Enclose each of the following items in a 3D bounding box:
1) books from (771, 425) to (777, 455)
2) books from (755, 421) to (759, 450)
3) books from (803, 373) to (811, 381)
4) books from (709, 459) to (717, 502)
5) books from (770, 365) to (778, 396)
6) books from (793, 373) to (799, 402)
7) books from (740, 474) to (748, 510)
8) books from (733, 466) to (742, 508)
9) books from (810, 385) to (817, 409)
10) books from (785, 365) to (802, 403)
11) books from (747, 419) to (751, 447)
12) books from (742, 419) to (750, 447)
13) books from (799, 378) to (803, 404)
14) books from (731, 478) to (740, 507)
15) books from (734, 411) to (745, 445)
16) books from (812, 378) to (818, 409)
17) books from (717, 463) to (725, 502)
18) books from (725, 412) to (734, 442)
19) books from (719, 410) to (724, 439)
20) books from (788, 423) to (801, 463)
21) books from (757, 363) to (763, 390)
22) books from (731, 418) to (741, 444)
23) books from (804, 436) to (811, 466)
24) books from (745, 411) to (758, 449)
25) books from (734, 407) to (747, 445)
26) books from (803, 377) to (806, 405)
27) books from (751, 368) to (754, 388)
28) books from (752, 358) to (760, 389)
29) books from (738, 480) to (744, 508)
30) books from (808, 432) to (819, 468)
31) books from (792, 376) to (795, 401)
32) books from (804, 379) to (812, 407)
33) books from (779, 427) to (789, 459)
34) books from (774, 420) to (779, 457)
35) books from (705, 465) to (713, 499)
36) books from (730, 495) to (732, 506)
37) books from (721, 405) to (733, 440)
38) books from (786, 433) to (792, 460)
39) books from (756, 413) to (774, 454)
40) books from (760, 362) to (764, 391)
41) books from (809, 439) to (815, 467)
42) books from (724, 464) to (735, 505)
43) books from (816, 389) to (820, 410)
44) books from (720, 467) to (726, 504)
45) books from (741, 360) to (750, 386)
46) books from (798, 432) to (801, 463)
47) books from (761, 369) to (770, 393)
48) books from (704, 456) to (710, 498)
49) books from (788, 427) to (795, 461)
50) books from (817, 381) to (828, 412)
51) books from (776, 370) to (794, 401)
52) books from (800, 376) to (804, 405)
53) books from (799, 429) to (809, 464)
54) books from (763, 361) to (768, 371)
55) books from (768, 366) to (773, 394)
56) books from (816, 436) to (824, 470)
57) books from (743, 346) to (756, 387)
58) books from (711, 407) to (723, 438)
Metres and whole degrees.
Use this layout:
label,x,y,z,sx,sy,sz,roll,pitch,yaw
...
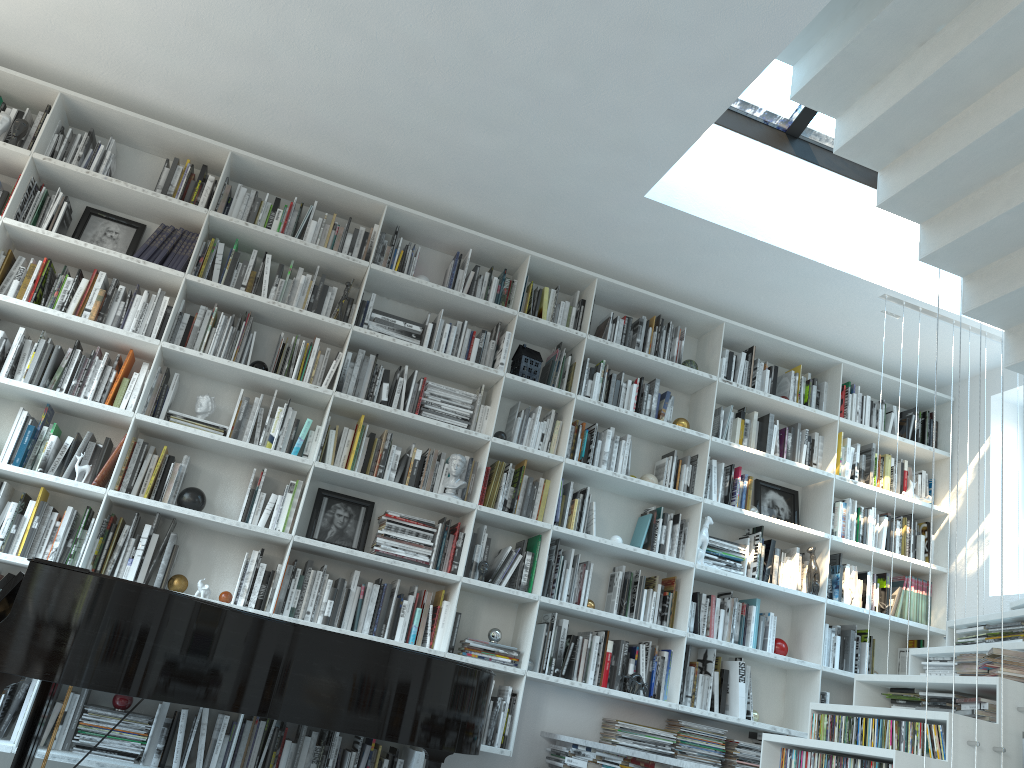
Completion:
label,x,y,z,sx,sy,sz,roll,pitch,yaw
books,1.529,0.376,5.365,0.030,0.229,0.187,17,-21,-14
books,1.435,0.352,5.365,0.025,0.237,0.143,17,-21,-14
books,1.825,0.086,5.587,0.020,0.298,0.131,17,-21,-14
books,1.149,0.598,5.193,0.065,0.288,0.146,17,-21,-14
books,1.583,0.029,5.509,0.030,0.256,0.165,17,-21,-14
books,1.719,0.072,5.541,0.016,0.251,0.189,17,-21,-14
books,1.327,0.668,5.229,0.021,0.252,0.167,17,-21,-14
books,1.284,0.638,5.219,0.014,0.284,0.176,17,-21,-14
books,1.843,0.130,5.565,0.029,0.209,0.170,17,-21,-14
books,1.752,0.049,5.559,0.007,0.319,0.166,17,-21,-14
books,1.385,0.342,5.363,0.024,0.235,0.147,17,-21,-14
books,1.363,0.336,5.342,0.030,0.223,0.158,17,-21,-14
books,1.752,0.092,5.537,0.007,0.225,0.170,17,-21,-14
books,1.268,0.667,5.192,0.013,0.206,0.190,17,-21,-14
books,1.333,0.306,5.331,0.026,0.260,0.168,17,-21,-14
books,1.869,0.111,5.599,0.025,0.278,0.136,17,-21,-14
books,1.185,0.614,5.209,0.012,0.284,0.160,17,-21,-14
books,1.278,0.301,5.334,0.026,0.249,0.131,17,-21,-14
books,1.214,0.285,5.306,0.013,0.236,0.142,17,-21,-14
books,1.692,0.397,5.422,0.022,0.293,0.181,17,-21,-14
books,1.478,0.005,5.473,0.022,0.235,0.172,17,-21,-14
books,1.305,0.322,5.312,0.025,0.207,0.176,17,-21,-14
books,1.765,0.449,5.442,0.030,0.240,0.162,17,-21,-14
books,1.419,0.320,5.359,0.026,0.287,0.156,17,-21,-14
books,1.351,0.297,5.349,0.011,0.295,0.163,17,-21,-14
books,1.787,0.096,5.573,0.017,0.256,0.147,17,-21,-14
books,1.434,0.006,5.478,0.030,0.219,0.133,17,-21,-14
books,1.464,-0.012,5.473,0.014,0.261,0.168,17,-21,-14
books,1.298,0.679,5.216,0.033,0.212,0.153,17,-21,-14
books,1.826,0.449,5.470,0.026,0.283,0.147,17,-21,-14
books,1.699,0.079,5.526,0.008,0.219,0.183,17,-21,-14
books,1.808,0.105,5.554,0.018,0.234,0.187,17,-21,-14
books,1.609,0.397,5.390,0.014,0.239,0.190,17,-21,-14
books,1.577,0.375,5.412,0.048,0.282,0.163,17,-21,-14
books,1.111,0.604,5.172,0.011,0.247,0.156,17,-21,-14
books,1.250,0.642,5.222,0.020,0.266,0.152,17,-21,-14
books,1.248,0.273,5.322,0.052,0.281,0.167,17,-21,-14
books,1.638,0.420,5.401,0.031,0.216,0.166,17,-21,-14
books,1.480,0.333,5.330,0.032,0.264,0.246,17,-21,-14
books,1.497,0.005,5.489,0.021,0.253,0.152,17,-21,-14
books,1.798,0.466,5.459,0.022,0.233,0.159,17,-21,-14
books,1.241,0.624,5.210,0.012,0.286,0.177,17,-21,-14
books,1.887,0.152,5.599,0.031,0.210,0.132,17,-21,-14
books,1.206,0.632,5.222,0.043,0.268,0.131,17,-21,-14
books,1.397,-0.015,5.458,0.031,0.230,0.148,17,-21,-14
books,1.713,0.430,5.431,0.011,0.248,0.152,17,-21,-14
books,1.517,0.032,5.474,0.024,0.201,0.190,17,-21,-14
books,1.101,0.579,5.186,0.015,0.299,0.141,17,-21,-14
books,1.664,0.409,5.424,0.023,0.263,0.156,17,-21,-14
books,1.925,0.130,5.595,0.026,0.262,0.163,17,-21,-14
books,1.691,0.059,5.526,0.019,0.255,0.169,17,-21,-14
books,1.768,0.088,5.552,0.031,0.247,0.165,17,-21,-14
books,1.740,0.423,5.433,0.036,0.271,0.177,17,-21,-14
books,1.533,0.009,5.515,0.012,0.278,0.153,17,-21,-14
books,1.559,0.028,5.515,0.012,0.253,0.161,17,-21,-14
books,1.851,0.465,5.471,0.031,0.264,0.170,17,-21,-14
books,1.431,-0.058,5.471,0.014,0.330,0.181,17,-21,-14
books,1.203,0.274,5.308,0.012,0.253,0.161,17,-21,-14
